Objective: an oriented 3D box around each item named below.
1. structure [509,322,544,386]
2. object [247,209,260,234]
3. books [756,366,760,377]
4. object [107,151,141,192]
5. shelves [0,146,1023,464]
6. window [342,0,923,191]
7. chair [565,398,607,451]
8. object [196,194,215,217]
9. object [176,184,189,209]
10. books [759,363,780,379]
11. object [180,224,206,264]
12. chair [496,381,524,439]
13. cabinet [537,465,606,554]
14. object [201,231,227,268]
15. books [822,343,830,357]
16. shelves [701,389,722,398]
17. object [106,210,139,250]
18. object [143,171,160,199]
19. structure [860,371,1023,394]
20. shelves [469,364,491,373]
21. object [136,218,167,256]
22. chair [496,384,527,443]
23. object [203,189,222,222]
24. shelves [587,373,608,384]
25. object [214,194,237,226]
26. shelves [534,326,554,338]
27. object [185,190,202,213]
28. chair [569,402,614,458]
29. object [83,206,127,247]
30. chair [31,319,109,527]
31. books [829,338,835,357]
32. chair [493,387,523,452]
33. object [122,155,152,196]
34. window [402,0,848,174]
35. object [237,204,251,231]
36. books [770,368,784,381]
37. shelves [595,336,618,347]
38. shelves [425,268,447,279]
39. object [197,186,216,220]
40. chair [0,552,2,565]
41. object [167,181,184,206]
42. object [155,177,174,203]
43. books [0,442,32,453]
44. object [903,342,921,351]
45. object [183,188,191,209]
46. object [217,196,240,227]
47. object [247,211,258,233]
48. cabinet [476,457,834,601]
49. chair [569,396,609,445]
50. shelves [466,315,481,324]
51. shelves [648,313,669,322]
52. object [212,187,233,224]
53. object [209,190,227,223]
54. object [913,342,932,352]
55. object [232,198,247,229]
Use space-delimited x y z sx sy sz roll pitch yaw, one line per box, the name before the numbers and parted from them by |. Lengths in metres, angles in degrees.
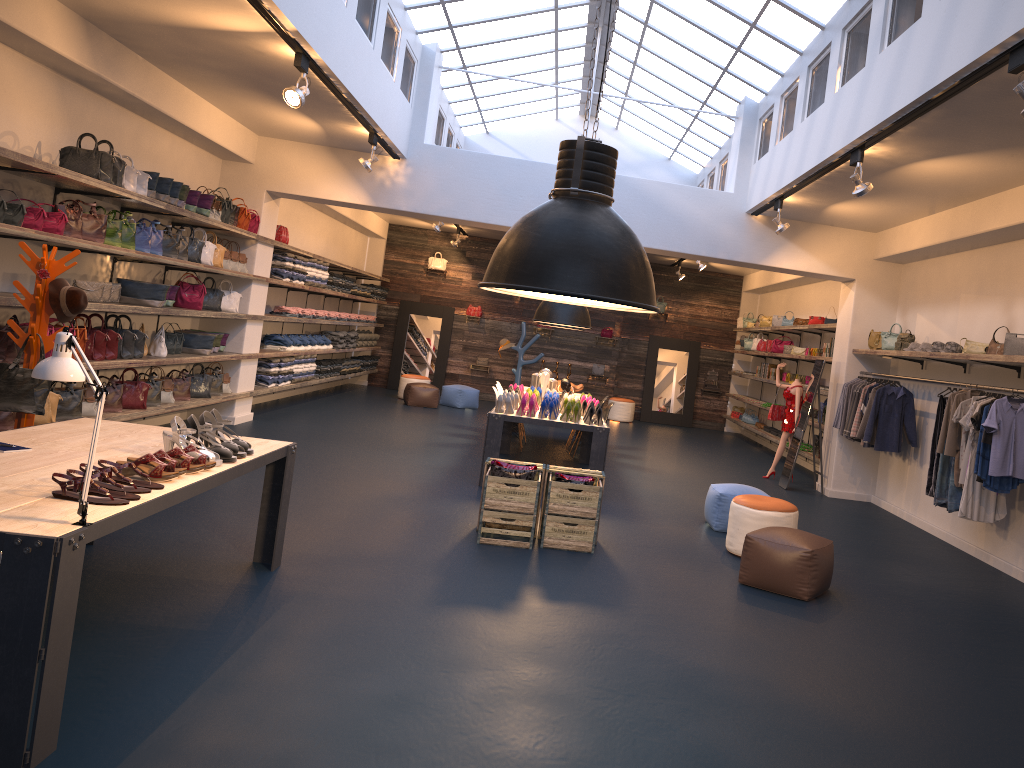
structure | 0.200 -0.382 17.936 0.912 1.812 0.182 8 -2 22
object | -3.183 -1.959 10.432 0.266 0.311 0.201 8 0 -40
books | 4.962 -0.238 17.221 0.181 0.210 0.316 8 2 1
object | -3.368 -1.806 7.347 0.438 0.332 0.186 8 0 -11
shelves | 0.537 -0.183 10.584 8.708 2.227 16.711 8 3 1
window | 0.946 -3.350 10.259 4.513 0.652 11.233 8 3 1
chair | 1.060 0.573 12.585 0.552 0.803 0.459 8 0 -3
object | -3.251 -1.836 8.839 0.420 0.236 0.176 8 0 -2
object | -3.312 -1.809 8.272 0.427 0.236 0.173 7 0 -9
books | 4.973 -0.248 16.754 0.241 0.288 0.633 8 3 0
object | -3.332 -1.441 8.858 0.179 0.386 0.457 8 1 37
chair | -0.016 0.390 13.144 0.552 0.803 0.459 8 0 -3
cabinet | 0.468 0.973 6.810 0.476 0.549 0.551 8 1 -1
object | -3.303 -1.473 9.448 0.179 0.386 0.457 8 1 37
books | 4.712 -0.488 12.796 0.181 0.210 0.316 8 2 1
shelves | 4.433 0.218 19.342 0.458 0.157 0.242 8 2 -4
object | -3.409 -1.342 7.534 0.201 0.339 0.404 8 1 37
object | -3.315 -1.785 7.728 0.324 0.245 0.190 8 0 16
structure | 4.333 0.086 7.047 0.039 0.039 8.653 8 3 3
shelves | -0.694 -0.338 18.760 0.458 0.143 0.242 8 2 -4
object | -3.381 -1.371 8.060 0.201 0.339 0.404 8 1 37
chair | -0.010 0.432 12.476 0.539 0.803 0.470 8 0 5
object | -3.241 -1.910 9.208 0.347 0.336 0.167 8 -1 7
shelves | 1.868 -0.112 19.050 0.458 0.184 0.242 8 2 -4
object | -3.272 -1.949 9.693 0.264 0.339 0.314 8 1 41
shelves | 0.687 -1.122 18.926 0.458 0.211 0.242 8 1 -4
object | -3.322 -1.833 8.633 0.427 0.236 0.173 7 0 -9
chair | 1.089 0.618 11.919 0.560 0.803 0.452 8 0 -9
object | -3.420 -1.319 7.266 0.182 0.323 0.405 8 1 39
chair | -1.558 0.147 3.118 0.516 0.747 0.178 8 -1 36
books | 4.724 -0.498 12.329 0.241 0.288 0.633 8 3 0
chair | -0.047 0.468 11.812 0.552 0.803 0.459 8 0 -3
object | -3.358 -1.817 7.550 0.436 0.332 0.187 8 0 -9
window | 0.870 -4.098 6.753 4.353 0.837 18.628 8 3 2
object | -3.213 -1.958 10.163 0.272 0.331 0.209 8 0 -43
books | 4.953 -0.180 16.264 0.183 0.213 0.327 8 2 0
shelves | 2.067 -0.929 19.104 0.502 0.185 0.199 8 1 -5
shelves | -1.640 -2.382 18.680 0.458 0.157 0.242 8 2 -4
object | -3.250 -1.901 9.043 0.347 0.336 0.167 8 -1 7
chair | -2.810 0.533 4.264 0.710 0.838 0.654 8 0 -22
object | -3.296 -1.799 8.089 0.430 0.232 0.172 7 0 -11
object | -3.305 -1.790 7.917 0.420 0.232 0.176 8 0 -3
books | -2.325 0.283 3.958 0.195 0.018 0.144 9 4 19
object | 4.614 -0.418 9.969 0.222 0.125 0.198 9 3 35
object | -3.363 -1.828 8.456 0.422 0.236 0.175 8 0 -4
object | -3.284 -1.963 9.881 0.374 0.339 0.218 8 0 3
object | -3.178 -1.933 10.330 0.243 0.284 0.317 8 1 35
cabinet | 1.027 1.065 6.567 2.732 0.549 0.762 8 2 10
chair | 1.158 0.545 13.252 0.548 0.803 0.462 8 0 -1
shelves | -0.836 -1.384 18.756 0.308 0.157 0.242 8 2 -3
shelves | 3.235 -1.494 19.223 0.458 0.177 0.242 8 2 -4
object | -3.219 -1.957 9.521 0.300 0.411 0.132 8 -1 -8
object | -3.230 -1.922 9.381 0.300 0.353 0.132 8 -1 -8
object | 4.598 -0.402 9.671 0.222 0.125 0.198 9 3 35
object | -3.217 -1.978 10.031 0.272 0.386 0.209 8 0 -43
